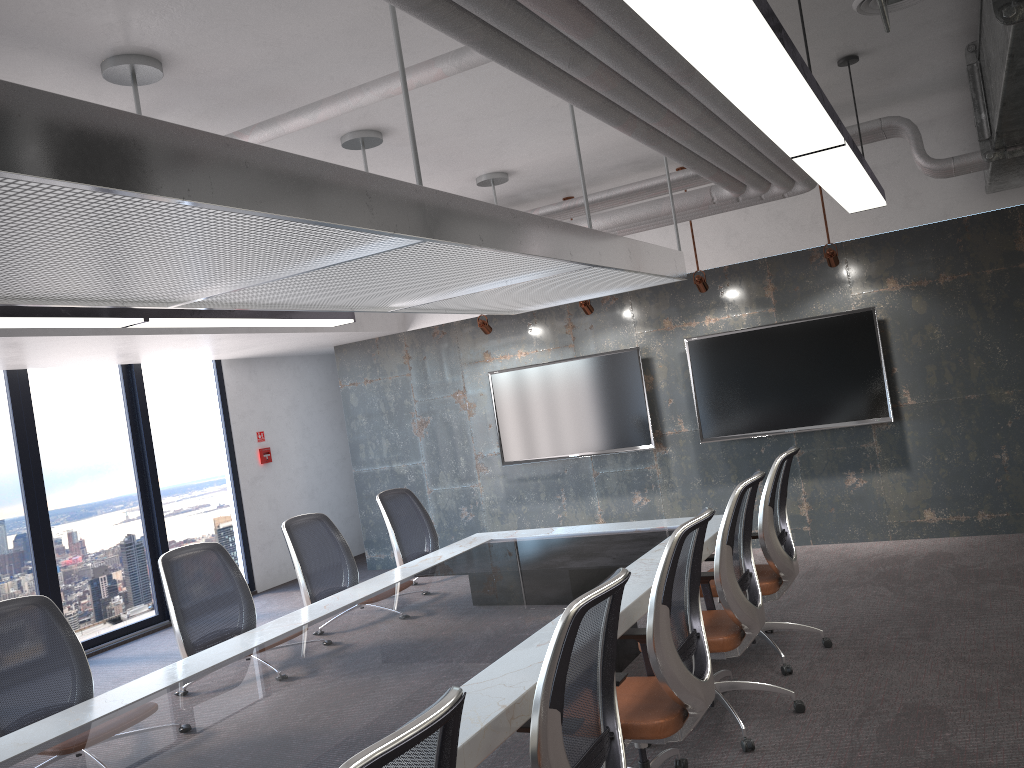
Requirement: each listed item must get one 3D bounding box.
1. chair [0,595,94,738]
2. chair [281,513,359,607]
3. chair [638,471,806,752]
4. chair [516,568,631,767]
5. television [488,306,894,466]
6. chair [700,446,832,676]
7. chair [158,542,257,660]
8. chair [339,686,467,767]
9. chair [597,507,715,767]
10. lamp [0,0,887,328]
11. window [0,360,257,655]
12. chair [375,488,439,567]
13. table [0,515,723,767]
[{"bbox_3d":[-1.755,1.447,3.603,0.828,1.166,0.789,-9,-1,-9],"label":"chair"},{"bbox_3d":[-0.892,1.332,5.287,0.828,1.166,0.789,-9,-1,-9],"label":"chair"},{"bbox_3d":[0.891,1.042,4.251,0.828,1.166,0.789,-9,-1,-9],"label":"chair"},{"bbox_3d":[0.028,1.157,2.567,0.828,1.166,0.789,-9,-1,-9],"label":"chair"},{"bbox_3d":[1.457,0.091,8.126,3.667,0.960,0.101,-9,-1,27],"label":"television"},{"bbox_3d":[1.323,0.984,5.093,0.828,1.166,0.789,-9,-1,-9],"label":"chair"},{"bbox_3d":[-1.355,1.396,4.576,0.828,1.166,0.789,-9,-1,-3],"label":"chair"},{"bbox_3d":[-0.403,1.215,1.725,0.828,1.166,0.789,-9,-1,-9],"label":"chair"},{"bbox_3d":[0.460,1.099,3.409,0.828,1.166,0.789,-9,-1,-9],"label":"chair"},{"bbox_3d":[-1.033,-1.017,3.454,4.126,0.908,6.097,-9,-1,27],"label":"lamp"},{"bbox_3d":[-5.115,1.213,5.538,0.121,2.670,9.225,-9,-1,27],"label":"window"},{"bbox_3d":[-0.460,1.274,6.129,0.828,1.166,0.789,-9,-1,-9],"label":"chair"},{"bbox_3d":[-0.612,1.475,3.507,1.898,0.745,5.498,-9,-1,27],"label":"table"}]
